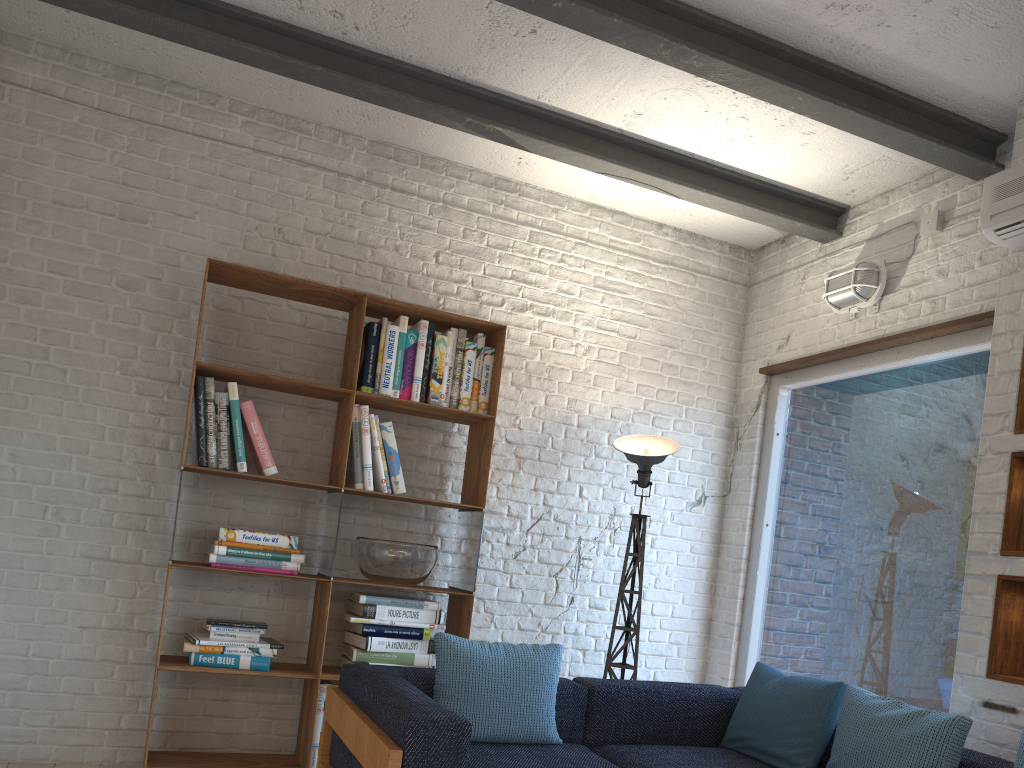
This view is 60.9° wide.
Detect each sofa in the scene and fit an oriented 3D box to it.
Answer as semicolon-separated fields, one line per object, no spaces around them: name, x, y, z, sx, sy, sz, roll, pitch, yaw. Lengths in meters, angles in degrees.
sofa;0.938;1.299;1.981;2.100;0.649;3.986;11;-12;-20

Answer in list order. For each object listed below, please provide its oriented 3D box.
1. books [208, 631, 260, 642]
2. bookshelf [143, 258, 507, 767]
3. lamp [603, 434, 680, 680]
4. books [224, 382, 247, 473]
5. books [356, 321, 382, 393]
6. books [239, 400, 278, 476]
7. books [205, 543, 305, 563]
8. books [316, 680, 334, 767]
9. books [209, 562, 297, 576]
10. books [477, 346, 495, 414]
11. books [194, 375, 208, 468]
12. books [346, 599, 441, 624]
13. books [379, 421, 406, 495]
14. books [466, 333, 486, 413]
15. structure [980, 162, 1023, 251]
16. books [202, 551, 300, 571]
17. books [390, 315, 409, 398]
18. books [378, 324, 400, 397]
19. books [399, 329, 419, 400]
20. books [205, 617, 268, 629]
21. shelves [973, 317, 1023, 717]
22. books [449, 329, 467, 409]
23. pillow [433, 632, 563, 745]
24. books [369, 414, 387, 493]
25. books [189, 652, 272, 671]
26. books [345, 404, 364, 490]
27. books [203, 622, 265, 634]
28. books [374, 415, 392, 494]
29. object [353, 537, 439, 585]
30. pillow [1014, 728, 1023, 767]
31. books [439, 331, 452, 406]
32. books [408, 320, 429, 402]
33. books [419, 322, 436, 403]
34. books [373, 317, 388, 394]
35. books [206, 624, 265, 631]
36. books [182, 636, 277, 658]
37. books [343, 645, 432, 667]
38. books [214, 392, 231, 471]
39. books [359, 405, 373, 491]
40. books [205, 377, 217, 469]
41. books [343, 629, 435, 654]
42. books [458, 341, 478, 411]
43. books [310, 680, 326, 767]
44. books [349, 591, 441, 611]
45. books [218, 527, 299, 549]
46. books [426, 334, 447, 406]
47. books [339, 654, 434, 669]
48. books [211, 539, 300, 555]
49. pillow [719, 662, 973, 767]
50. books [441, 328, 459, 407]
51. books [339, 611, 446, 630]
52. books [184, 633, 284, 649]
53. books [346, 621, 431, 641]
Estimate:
books;-1.223;1.101;3.833;0.208;0.033;0.133;11;-11;-21
bookshelf;-0.827;0.713;3.940;1.330;2.173;0.365;8;-1;-22
lamp;0.785;1.142;4.222;0.863;1.821;0.513;5;-3;41
books;-1.203;0.200;3.791;0.122;0.376;0.245;8;-4;-21
books;-0.673;-0.095;4.005;0.056;0.325;0.256;7;-5;-21
books;-1.130;0.250;3.846;0.197;0.314;0.256;8;-5;-21
books;-1.129;0.742;3.824;0.385;0.036;0.246;13;-12;-27
books;-0.876;1.537;3.978;0.037;0.378;0.245;7;-4;-21
books;-1.143;0.807;3.835;0.359;0.020;0.274;11;-12;-21
books;-0.169;0.007;4.215;0.056;0.325;0.256;7;-5;-21
books;-1.337;0.172;3.741;0.092;0.379;0.245;7;-4;-21
books;-0.554;1.066;4.087;0.384;0.063;0.246;12;-12;-27
books;-0.581;0.351;4.041;0.159;0.324;0.256;8;-5;-21
books;-0.205;-0.031;4.182;0.037;0.378;0.245;7;-4;-21
structure;1.922;-0.668;2.786;0.202;0.215;0.822;9;-11;-20
books;-1.146;0.777;3.826;0.384;0.036;0.246;12;-12;-26
books;-0.550;-0.102;4.038;0.037;0.378;0.245;7;-4;-21
books;-0.595;-0.084;4.017;0.056;0.325;0.256;7;-5;-21
books;-0.515;-0.064;4.069;0.056;0.325;0.256;7;-5;-21
books;-1.209;1.048;3.823;0.255;0.017;0.164;11;-12;-21
shelves;1.979;0.425;2.841;0.194;1.408;0.770;7;-3;-21
books;-0.291;-0.049;4.147;0.037;0.378;0.245;7;-4;-21
pillow;-0.052;1.179;3.356;0.561;0.403;0.224;10;-4;-22
books;-0.646;0.330;4.020;0.126;0.344;0.273;8;-5;-21
books;-1.221;1.197;3.814;0.328;0.054;0.258;9;-11;-11
books;-0.733;0.298;3.999;0.102;0.378;0.245;7;-4;-21
books;-1.228;1.075;3.838;0.240;0.018;0.172;13;-13;-28
books;-0.629;0.336;4.036;0.126;0.344;0.273;8;-5;-21
object;-0.549;0.838;4.091;0.401;0.198;0.410;3;-10;20
pillow;1.699;1.115;2.055;0.257;0.409;1.222;8;-10;-21
books;-0.354;-0.048;4.122;0.021;0.354;0.273;7;-4;-21
books;-0.461;-0.085;4.068;0.037;0.378;0.245;7;-4;-21
books;-0.431;-0.077;4.091;0.037;0.378;0.245;7;-4;-21
books;-0.636;-0.102;4.019;0.021;0.354;0.273;7;-4;-21
books;-1.217;1.062;3.834;0.245;0.008;0.157;11;-12;-21
books;-1.237;1.149;3.815;0.383;0.036;0.246;11;-12;-21
books;-0.585;1.262;4.078;0.365;0.054;0.285;11;-11;-19
books;-1.268;0.217;3.799;0.103;0.329;0.256;7;-5;-21
books;-0.689;0.303;3.991;0.104;0.378;0.245;7;-4;-21
books;-1.306;0.180;3.763;0.092;0.379;0.245;7;-4;-21
books;-0.562;1.203;4.068;0.386;0.063;0.245;14;-13;-34
books;-0.250;-0.014;4.159;0.056;0.325;0.256;7;-5;-21
books;-0.903;1.528;3.950;0.037;0.378;0.245;7;-4;-21
books;-0.551;1.014;4.081;0.383;0.036;0.246;11;-12;-21
books;-1.122;0.680;3.843;0.329;0.054;0.257;11;-11;-19
books;-0.386;-0.043;4.094;0.056;0.325;0.256;7;-5;-21
books;-0.584;1.319;4.060;0.384;0.063;0.246;12;-12;-27
books;-1.135;0.716;3.842;0.359;0.020;0.274;12;-12;-22
pillow;1.209;1.331;3.315;0.246;0.391;1.116;8;-10;-22
books;-0.330;-0.054;4.146;0.037;0.378;0.245;7;-4;-21
books;-0.560;1.104;4.066;0.449;0.020;0.274;11;-12;-21
books;-1.216;1.123;3.812;0.385;0.018;0.245;13;-13;-28
books;-0.575;1.137;4.048;0.331;0.054;0.256;12;-12;-26
